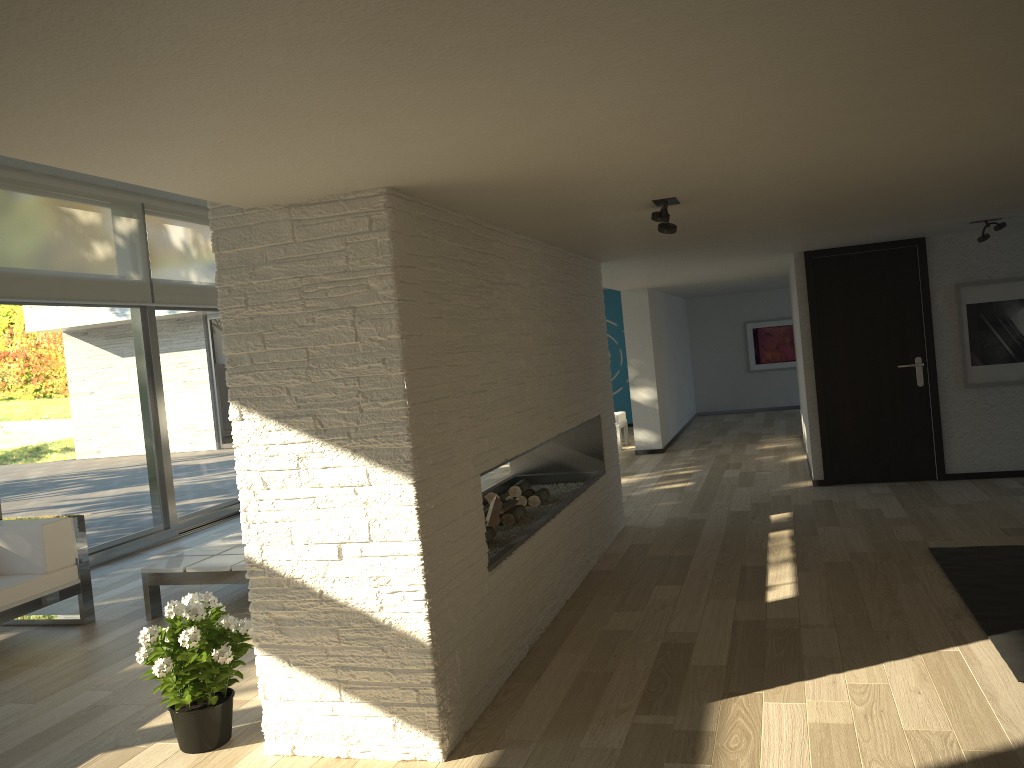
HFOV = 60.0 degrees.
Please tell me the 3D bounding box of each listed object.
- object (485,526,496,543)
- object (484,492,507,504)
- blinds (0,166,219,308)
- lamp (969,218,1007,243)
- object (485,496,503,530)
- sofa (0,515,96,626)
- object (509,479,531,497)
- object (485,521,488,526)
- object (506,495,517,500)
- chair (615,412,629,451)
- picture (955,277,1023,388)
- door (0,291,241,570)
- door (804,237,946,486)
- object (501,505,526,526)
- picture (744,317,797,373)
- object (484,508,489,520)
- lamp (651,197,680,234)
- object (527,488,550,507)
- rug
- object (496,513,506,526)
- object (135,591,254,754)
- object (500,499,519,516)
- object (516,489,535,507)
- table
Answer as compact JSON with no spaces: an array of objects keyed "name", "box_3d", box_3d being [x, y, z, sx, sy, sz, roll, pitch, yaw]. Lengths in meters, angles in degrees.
[{"name":"object","box_3d":[-0.153,0.767,4.399,0.082,0.073,0.237,-5,2,16]},{"name":"object","box_3d":[-0.076,0.686,5.075,0.093,0.170,0.272,-5,2,15]},{"name":"blinds","box_3d":[-3.750,-1.053,5.978,0.056,0.983,11.537,-5,2,17]},{"name":"lamp","box_3d":[3.331,-1.070,6.189,0.234,0.153,0.135,-5,2,17]},{"name":"object","box_3d":[-0.108,0.702,4.792,0.064,0.165,0.226,-5,2,16]},{"name":"sofa","box_3d":[-2.951,1.179,4.181,1.545,0.654,2.406,-5,2,17]},{"name":"object","box_3d":[0.051,0.643,5.489,0.082,0.073,0.237,-5,2,16]},{"name":"object","box_3d":[-0.186,0.727,4.432,0.064,0.060,0.229,-5,2,18]},{"name":"object","box_3d":[0.020,0.709,5.505,0.075,0.074,0.246,-5,2,16]},{"name":"chair","box_3d":[1.145,0.620,11.478,0.611,0.442,0.610,-5,2,17]},{"name":"picture","box_3d":[3.999,-0.417,6.871,0.958,0.828,0.017,-5,1,17]},{"name":"door","box_3d":[-2.292,0.296,7.543,19.434,2.373,22.963,-5,2,17]},{"name":"door","box_3d":[2.945,-0.163,7.226,0.920,1.947,0.108,-5,1,17]},{"name":"object","box_3d":[0.010,0.731,4.944,0.082,0.073,0.237,-5,2,16]},{"name":"picture","box_3d":[4.285,-0.638,14.335,0.958,0.828,0.017,-5,1,17]},{"name":"object","box_3d":[-0.134,0.743,4.991,0.075,0.074,0.246,-5,2,16]},{"name":"lamp","box_3d":[0.673,-0.728,3.914,0.135,0.153,0.234,-5,2,17]},{"name":"object","box_3d":[0.165,0.697,5.458,0.082,0.073,0.237,-5,2,16]},{"name":"rug","box_3d":[2.570,0.964,3.996,0.978,0.011,2.000,-5,2,17]},{"name":"object","box_3d":[-0.068,0.738,4.957,0.076,0.076,0.236,-5,2,16]},{"name":"object","box_3d":[-1.179,1.083,3.363,0.404,0.571,0.431,-4,2,39]},{"name":"object","box_3d":[-0.022,0.691,4.977,0.064,0.060,0.229,-5,2,18]},{"name":"object","box_3d":[0.086,0.704,5.471,0.076,0.076,0.236,-5,2,16]},{"name":"table","box_3d":[-1.410,1.150,5.620,1.220,0.305,1.221,-5,2,17]}]
